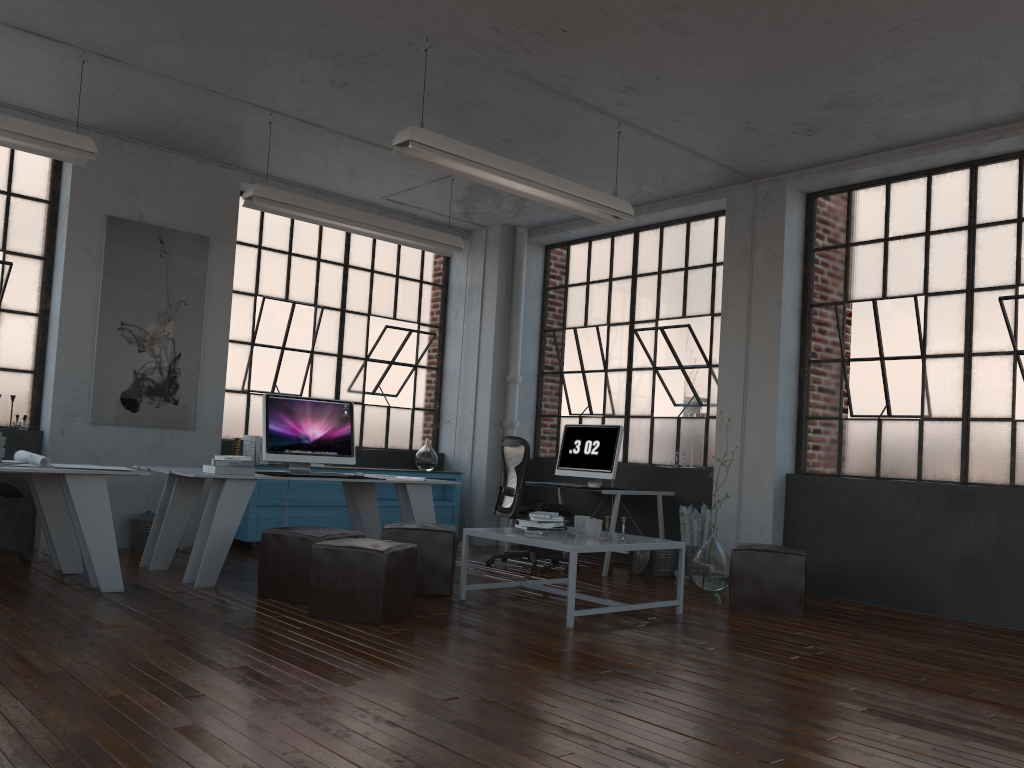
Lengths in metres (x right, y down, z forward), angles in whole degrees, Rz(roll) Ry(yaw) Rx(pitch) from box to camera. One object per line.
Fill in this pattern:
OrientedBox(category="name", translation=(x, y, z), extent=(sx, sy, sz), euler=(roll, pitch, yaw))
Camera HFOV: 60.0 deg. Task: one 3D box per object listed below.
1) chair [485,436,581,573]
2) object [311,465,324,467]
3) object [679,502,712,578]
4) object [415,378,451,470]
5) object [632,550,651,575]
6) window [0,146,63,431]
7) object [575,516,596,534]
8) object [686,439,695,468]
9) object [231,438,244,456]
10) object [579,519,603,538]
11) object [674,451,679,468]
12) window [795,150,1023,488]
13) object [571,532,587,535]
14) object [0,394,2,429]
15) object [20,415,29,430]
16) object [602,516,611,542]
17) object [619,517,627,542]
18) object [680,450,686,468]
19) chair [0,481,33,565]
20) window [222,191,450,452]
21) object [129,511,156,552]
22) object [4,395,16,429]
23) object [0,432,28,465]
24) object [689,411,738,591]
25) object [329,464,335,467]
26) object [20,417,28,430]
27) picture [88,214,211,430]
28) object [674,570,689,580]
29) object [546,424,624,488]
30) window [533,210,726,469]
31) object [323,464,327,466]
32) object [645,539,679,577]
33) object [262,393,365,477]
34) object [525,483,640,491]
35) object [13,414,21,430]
OrientedBox(category="chair", translation=(0.173, 0.994, 7.486), extent=(0.793, 1.084, 0.770), euler=(6, -4, -38))
OrientedBox(category="object", translation=(-1.834, 0.723, 7.897), extent=(0.253, 0.014, 0.187), euler=(7, -6, -41))
OrientedBox(category="object", translation=(1.546, 1.295, 7.390), extent=(0.293, 0.626, 0.275), euler=(3, -3, 0))
OrientedBox(category="object", translation=(-0.757, 0.407, 8.912), extent=(0.434, 0.938, 0.232), euler=(1, -4, 30))
OrientedBox(category="object", translation=(1.060, 1.436, 7.337), extent=(0.107, 0.280, 0.293), euler=(4, -4, -16))
OrientedBox(category="window", translation=(-4.595, -0.880, 6.175), extent=(2.594, 2.387, 0.669), euler=(7, -5, -41))
OrientedBox(category="object", translation=(0.461, 0.903, 5.685), extent=(0.129, 0.109, 0.101), euler=(6, -5, -33))
OrientedBox(category="object", translation=(1.574, 0.608, 7.754), extent=(0.084, 0.256, 0.084), euler=(4, -3, -19))
OrientedBox(category="object", translation=(-2.409, 0.570, 7.770), extent=(0.132, 0.236, 0.132), euler=(2, -4, 15))
OrientedBox(category="object", translation=(0.488, 0.882, 5.405), extent=(0.129, 0.109, 0.101), euler=(6, -5, -33))
OrientedBox(category="object", translation=(1.454, 0.662, 7.828), extent=(0.055, 0.153, 0.055), euler=(3, -3, 8))
OrientedBox(category="window", translation=(3.187, -0.428, 6.179), extent=(0.670, 2.387, 2.591), euler=(6, -5, -41))
OrientedBox(category="object", translation=(0.449, 0.956, 5.675), extent=(0.137, 0.003, 0.137), euler=(5, -5, -21))
OrientedBox(category="object", translation=(-3.887, 0.206, 6.693), extent=(0.085, 0.259, 0.085), euler=(3, -3, 12))
OrientedBox(category="object", translation=(-3.723, 0.294, 6.775), extent=(0.058, 0.117, 0.032), euler=(5, -4, -28))
OrientedBox(category="object", translation=(0.563, 0.857, 5.247), extent=(0.052, 0.148, 0.053), euler=(3, -3, -1))
OrientedBox(category="object", translation=(0.665, 0.865, 5.296), extent=(0.055, 0.153, 0.055), euler=(2, -4, 25))
OrientedBox(category="object", translation=(1.515, 0.661, 7.818), extent=(0.066, 0.160, 0.066), euler=(4, -3, -10))
OrientedBox(category="chair", translation=(-3.644, 0.645, 5.905), extent=(0.770, 1.084, 0.794), euler=(2, -4, 17))
OrientedBox(category="window", translation=(-1.686, -0.503, 8.767), extent=(2.594, 2.387, 0.669), euler=(7, -5, -41))
OrientedBox(category="object", translation=(-2.899, 1.166, 7.062), extent=(0.293, 0.307, 0.293), euler=(4, -4, -13))
OrientedBox(category="object", translation=(-3.806, 0.215, 6.744), extent=(0.085, 0.259, 0.085), euler=(3, -3, 12))
OrientedBox(category="object", translation=(-3.112, 0.368, 5.194), extent=(0.416, 0.182, 0.389), euler=(4, -4, -11))
OrientedBox(category="object", translation=(1.530, 0.850, 6.476), extent=(0.330, 1.338, 0.619), euler=(4, -3, -5))
OrientedBox(category="object", translation=(-1.679, 0.721, 8.196), extent=(0.088, 0.084, 0.088), euler=(6, -5, -37))
OrientedBox(category="object", translation=(-3.763, 0.304, 6.839), extent=(0.058, 0.101, 0.032), euler=(4, -3, -7))
OrientedBox(category="picture", translation=(-2.929, -0.472, 7.222), extent=(0.854, 1.648, 0.025), euler=(6, -4, -42))
OrientedBox(category="object", translation=(1.374, 1.556, 7.187), extent=(0.125, 0.107, 0.096), euler=(3, -4, 0))
OrientedBox(category="object", translation=(0.620, 0.626, 7.808), extent=(0.377, 0.552, 0.714), euler=(6, -5, -40))
OrientedBox(category="window", translation=(1.138, -0.362, 8.478), extent=(0.670, 2.387, 2.591), euler=(6, -5, -41))
OrientedBox(category="object", translation=(-1.771, 0.641, 8.337), extent=(0.084, 0.256, 0.084), euler=(2, -4, 26))
OrientedBox(category="object", translation=(1.250, 1.441, 7.394), extent=(0.290, 0.293, 0.291), euler=(3, -4, 6))
OrientedBox(category="object", translation=(-1.410, 0.370, 6.337), extent=(0.715, 0.552, 0.377), euler=(7, -5, -40))
OrientedBox(category="object", translation=(0.600, 0.907, 7.793), extent=(0.688, 0.008, 0.848), euler=(7, -6, -40))
OrientedBox(category="object", translation=(-3.792, 0.291, 6.791), extent=(0.058, 0.117, 0.032), euler=(3, -3, 9))
